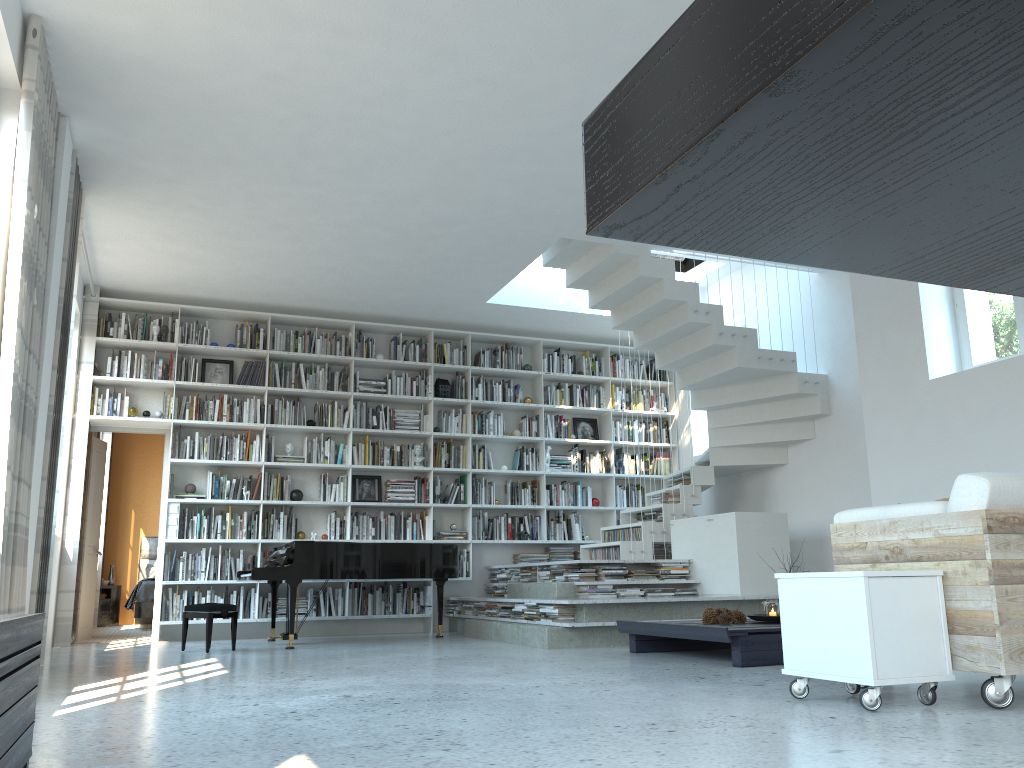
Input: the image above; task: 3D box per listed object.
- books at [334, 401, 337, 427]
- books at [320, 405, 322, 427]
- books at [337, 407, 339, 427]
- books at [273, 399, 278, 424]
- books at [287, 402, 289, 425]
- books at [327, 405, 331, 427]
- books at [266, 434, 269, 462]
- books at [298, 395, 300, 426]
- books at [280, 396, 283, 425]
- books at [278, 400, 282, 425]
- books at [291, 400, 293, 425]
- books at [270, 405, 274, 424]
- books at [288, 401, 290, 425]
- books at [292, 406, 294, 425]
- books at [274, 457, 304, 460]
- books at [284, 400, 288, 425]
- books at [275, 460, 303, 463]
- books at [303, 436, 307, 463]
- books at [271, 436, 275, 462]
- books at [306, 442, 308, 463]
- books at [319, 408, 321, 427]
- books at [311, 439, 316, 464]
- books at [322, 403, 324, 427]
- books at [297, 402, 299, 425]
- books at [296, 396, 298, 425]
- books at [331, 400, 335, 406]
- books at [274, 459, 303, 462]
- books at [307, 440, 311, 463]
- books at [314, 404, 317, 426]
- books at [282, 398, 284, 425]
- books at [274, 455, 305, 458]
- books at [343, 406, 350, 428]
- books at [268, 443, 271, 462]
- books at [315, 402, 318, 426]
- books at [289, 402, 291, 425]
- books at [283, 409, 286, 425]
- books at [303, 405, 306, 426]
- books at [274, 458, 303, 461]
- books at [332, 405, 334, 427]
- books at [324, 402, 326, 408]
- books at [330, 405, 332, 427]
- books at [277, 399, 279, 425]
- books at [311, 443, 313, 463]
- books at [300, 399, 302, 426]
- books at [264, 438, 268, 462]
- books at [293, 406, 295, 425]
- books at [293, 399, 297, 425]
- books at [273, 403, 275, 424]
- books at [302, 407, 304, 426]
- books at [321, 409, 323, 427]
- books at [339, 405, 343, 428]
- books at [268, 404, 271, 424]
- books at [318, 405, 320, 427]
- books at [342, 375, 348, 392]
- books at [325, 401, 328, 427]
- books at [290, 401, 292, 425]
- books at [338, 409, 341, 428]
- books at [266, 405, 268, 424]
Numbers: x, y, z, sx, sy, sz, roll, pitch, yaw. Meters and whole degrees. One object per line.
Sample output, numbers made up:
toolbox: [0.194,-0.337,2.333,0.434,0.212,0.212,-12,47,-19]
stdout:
books: [-1.810,0.336,9.021,0.022,0.284,0.190,4,-13,-21]
books: [-1.940,0.346,8.951,0.005,0.235,0.179,4,-13,-21]
books: [-1.789,0.367,9.035,0.011,0.229,0.166,4,-13,-21]
books: [-2.353,0.300,8.811,0.026,0.279,0.151,4,-13,-21]
books: [-2.243,0.317,8.833,0.012,0.251,0.184,4,-13,-21]
books: [-1.862,0.347,8.979,0.013,0.243,0.189,4,-13,-21]
books: [-2.416,0.651,8.736,0.011,0.297,0.136,4,-13,-21]
books: [-2.149,0.292,8.907,0.005,0.330,0.162,4,-13,-21]
books: [-2.308,0.287,8.843,0.011,0.316,0.155,4,-13,-21]
books: [-2.318,0.310,8.820,0.024,0.261,0.178,4,-13,-21]
books: [-2.210,0.309,8.863,0.011,0.278,0.169,4,-13,-21]
books: [-2.394,0.331,8.809,0.024,0.219,0.140,4,-13,-21]
books: [-2.242,0.318,8.860,0.010,0.261,0.169,4,-13,-21]
books: [-2.197,0.343,8.853,0.011,0.208,0.181,4,-13,-21]
books: [-2.213,0.741,8.780,0.285,0.012,0.160,4,-13,-19]
books: [-2.253,0.311,8.829,0.009,0.262,0.190,4,-13,-21]
books: [-2.211,0.776,8.769,0.254,0.012,0.161,5,-14,-25]
books: [-2.065,0.676,8.842,0.012,0.284,0.160,4,-13,-21]
books: [-2.363,0.661,8.737,0.021,0.277,0.137,4,-13,-21]
books: [-2.059,0.706,8.853,0.010,0.231,0.155,4,-13,-21]
books: [-1.958,0.360,8.969,0.013,0.215,0.150,4,-13,-21]
books: [-1.993,0.692,8.877,0.022,0.266,0.151,4,-13,-21]
books: [-1.926,0.339,8.992,0.009,0.266,0.150,4,-13,-21]
books: [-2.157,0.323,8.886,0.010,0.261,0.158,4,-13,-21]
books: [-2.166,0.295,8.896,0.004,0.320,0.153,4,-13,-21]
books: [-1.826,0.325,9.020,0.006,0.303,0.166,4,-13,-21]
books: [-2.210,0.764,8.769,0.254,0.012,0.161,5,-14,-26]
books: [-2.034,0.696,8.845,0.030,0.246,0.174,4,-13,-21]
books: [-1.988,0.340,8.964,0.005,0.253,0.161,4,-13,-21]
books: [-2.290,0.300,8.824,0.010,0.283,0.184,4,-13,-21]
books: [-2.211,0.729,8.778,0.285,0.012,0.160,5,-14,-25]
books: [-1.700,0.362,9.037,0.064,0.236,0.209,4,-13,-21]
books: [-2.390,0.693,8.725,0.034,0.209,0.136,4,-13,-21]
books: [-1.983,0.332,8.977,0.012,0.275,0.129,4,-13,-21]
books: [-2.232,0.322,8.862,0.011,0.255,0.152,4,-13,-21]
books: [-2.278,0.352,8.837,0.029,0.186,0.149,4,-13,-21]
books: [-2.090,0.344,8.915,0.031,0.231,0.148,4,-13,-21]
books: [-2.212,0.753,8.776,0.254,0.012,0.161,5,-14,-24]
books: [-1.830,0.349,9.011,0.006,0.252,0.180,4,-13,-21]
books: [-1.910,0.334,8.988,0.005,0.274,0.157,4,-13,-21]
books: [-1.848,0.349,9.011,0.017,0.252,0.140,4,-13,-21]
books: [-2.334,0.302,8.814,0.012,0.275,0.157,4,-13,-21]
books: [-2.019,0.713,8.878,0.024,0.226,0.138,4,-13,-21]
books: [-2.125,0.310,8.889,0.011,0.286,0.189,4,-13,-21]
books: [-2.425,0.666,8.709,0.024,0.256,0.134,4,-13,-21]
books: [-2.196,0.340,8.882,0.011,0.226,0.130,4,-13,-21]
books: [-2.179,0.305,8.874,0.011,0.291,0.177,4,-13,-21]
books: [-2.373,0.319,8.806,0.012,0.239,0.134,4,-13,-21]
books: [-2.116,0.351,8.913,0.012,0.217,0.151,4,-13,-21]
books: [-1.932,0.369,8.974,0.011,0.199,0.163,4,-13,-21]
books: [-1.748,0.354,9.044,0.022,0.256,0.155,4,-13,-21]
books: [-2.419,0.327,8.801,0.029,0.224,0.136,4,-13,-21]
books: [-1.960,0.344,8.953,0.005,0.240,0.174,4,-13,-21]
books: [-1.722,0.026,9.151,0.028,0.211,0.135,4,-13,-21]
books: [-1.896,0.331,9.006,0.033,0.287,0.155,4,-13,-21]
books: [-2.217,0.316,8.852,0.009,0.260,0.180,4,-13,-21]
books: [-1.772,0.374,9.039,0.024,0.215,0.142,4,-13,-21]
books: [-2.430,0.328,8.769,0.015,0.207,0.186,4,-13,-21]
